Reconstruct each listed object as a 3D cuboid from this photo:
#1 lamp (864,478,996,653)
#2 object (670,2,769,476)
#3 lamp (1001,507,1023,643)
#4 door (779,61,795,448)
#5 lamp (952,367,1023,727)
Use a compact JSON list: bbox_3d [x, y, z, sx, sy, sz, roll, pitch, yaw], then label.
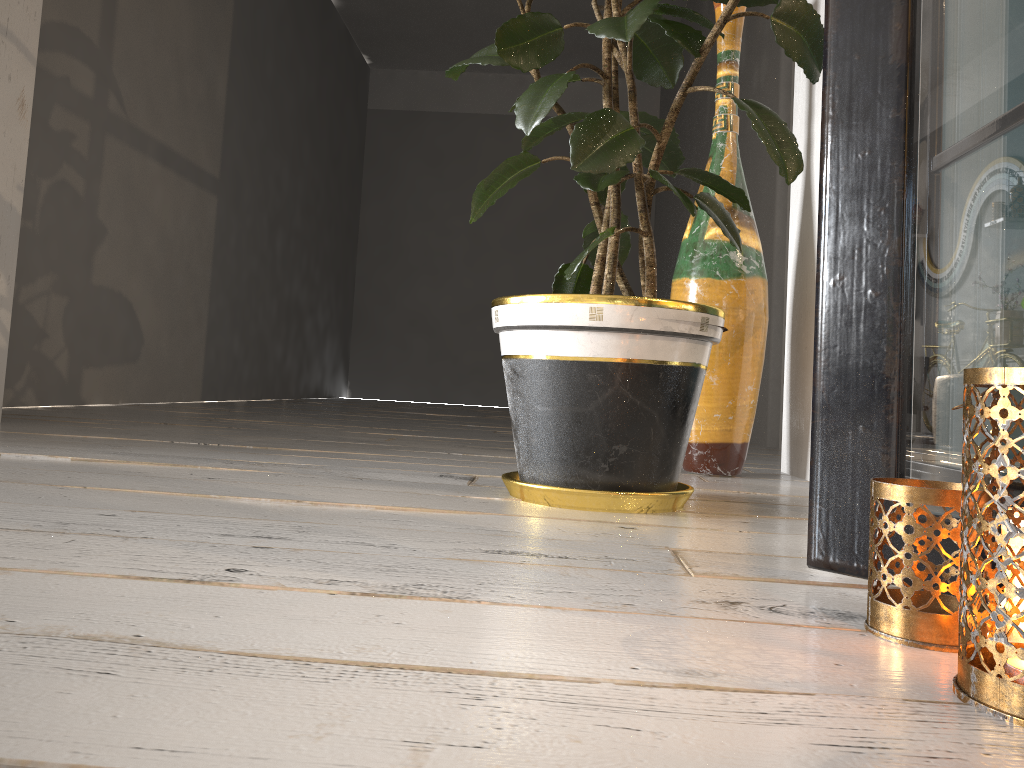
[{"bbox_3d":[0.304,0.129,0.645,0.084,0.111,0.084,4,-3,-21],"label":"lamp"},{"bbox_3d":[0.469,-0.364,1.977,0.216,1.129,0.215,3,-4,-3],"label":"object"},{"bbox_3d":[0.363,0.136,0.575,0.081,0.099,0.080,1,-4,43],"label":"lamp"},{"bbox_3d":[1.124,-0.914,2.858,0.178,2.317,1.032,3,-4,3],"label":"door"},{"bbox_3d":[0.314,0.087,0.498,0.115,0.188,0.114,3,-3,1],"label":"lamp"}]
